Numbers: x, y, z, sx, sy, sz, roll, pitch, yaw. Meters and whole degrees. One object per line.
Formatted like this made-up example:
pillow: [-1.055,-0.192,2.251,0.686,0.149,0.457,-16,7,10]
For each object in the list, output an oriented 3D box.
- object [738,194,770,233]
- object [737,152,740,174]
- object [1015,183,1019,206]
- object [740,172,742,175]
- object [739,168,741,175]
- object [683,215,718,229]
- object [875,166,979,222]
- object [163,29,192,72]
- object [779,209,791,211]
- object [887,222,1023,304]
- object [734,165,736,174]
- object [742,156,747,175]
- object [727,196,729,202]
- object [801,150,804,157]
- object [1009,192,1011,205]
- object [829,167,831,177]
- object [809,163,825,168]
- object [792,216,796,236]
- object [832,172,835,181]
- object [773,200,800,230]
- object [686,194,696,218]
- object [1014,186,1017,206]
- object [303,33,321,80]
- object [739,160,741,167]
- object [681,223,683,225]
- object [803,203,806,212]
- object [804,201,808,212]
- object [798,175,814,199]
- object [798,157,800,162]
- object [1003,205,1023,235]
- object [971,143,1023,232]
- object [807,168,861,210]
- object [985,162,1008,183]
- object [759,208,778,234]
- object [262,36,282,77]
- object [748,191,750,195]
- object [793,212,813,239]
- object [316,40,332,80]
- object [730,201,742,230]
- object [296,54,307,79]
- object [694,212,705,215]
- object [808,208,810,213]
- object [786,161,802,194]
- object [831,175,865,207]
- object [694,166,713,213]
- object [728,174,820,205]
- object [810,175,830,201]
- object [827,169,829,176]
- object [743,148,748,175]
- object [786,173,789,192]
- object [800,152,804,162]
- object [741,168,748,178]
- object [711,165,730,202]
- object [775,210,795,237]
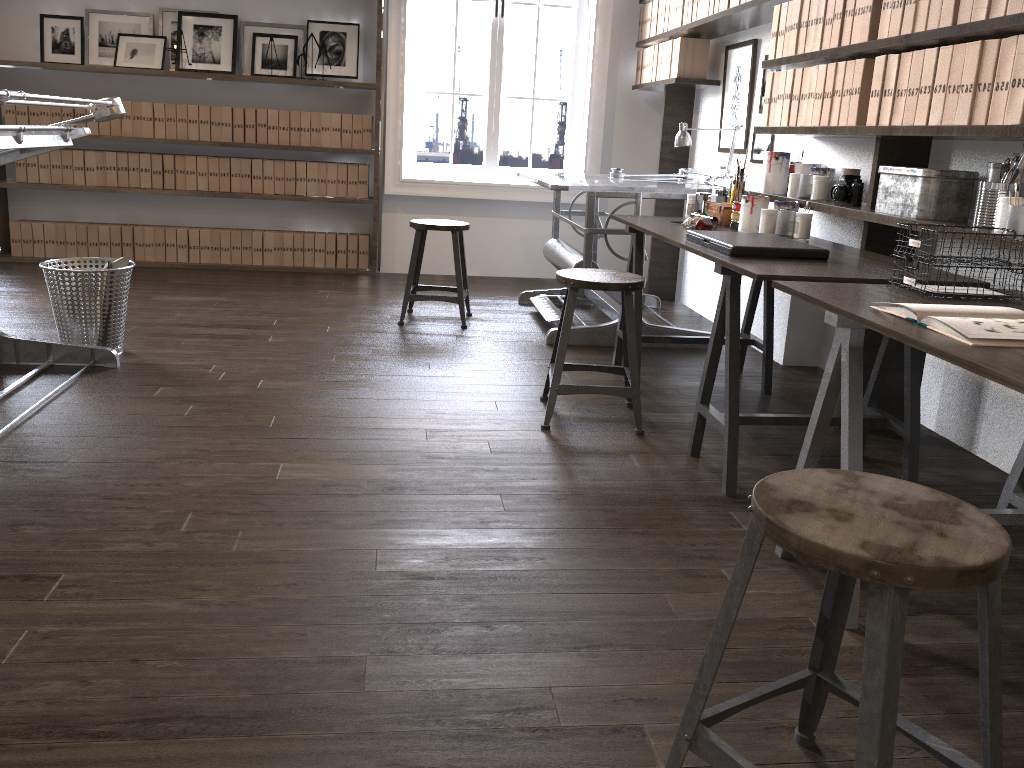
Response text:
object: [0.941,-0.662,3.447,0.104,0.140,0.106,-1,14,-15]
object: [0.917,-0.836,3.603,0.007,0.212,0.055,10,15,26]
object: [1.324,-0.462,2.319,0.008,0.123,0.042,-1,14,-19]
object: [0.926,-0.851,3.586,0.006,0.017,0.006,12,16,32]
object: [0.931,-0.811,3.630,0.005,0.146,0.033,2,13,-7]
object: [0.741,-0.646,3.513,0.132,0.050,0.199,9,17,20]
object: [1.308,-0.608,2.815,0.193,0.150,0.321,1,15,-8]
object: [-2.116,-2.108,5.604,0.174,0.257,0.040,1,13,-8]
object: [1.029,-0.612,3.354,0.044,0.100,0.045,1,14,-8]
object: [1.083,-0.291,2.116,0.284,0.159,0.206,1,15,-8]
object: [0.915,-0.814,3.618,0.037,0.152,0.005,0,13,-12]
object: [0.932,-0.829,3.602,0.006,0.190,0.056,1,13,-9]
object: [0.945,-0.774,3.899,0.068,0.103,0.069,0,14,-12]
object: [1.235,-0.915,3.818,0.033,0.182,0.005,0,13,-14]
object: [1.304,-0.450,2.316,0.004,0.102,0.035,1,14,-12]
object: [1.247,-0.792,3.494,0.004,0.132,0.030,7,14,14]
object: [1.304,-0.880,3.805,0.070,0.129,0.070,14,17,38]
object: [1.089,-0.595,3.346,0.054,0.079,0.055,2,14,-7]
object: [1.263,-0.785,3.499,0.004,0.102,0.035,6,14,11]
object: [1.053,-0.641,3.416,0.094,0.126,0.096,2,14,-4]
object: [0.796,-0.775,3.871,0.068,0.103,0.069,2,14,-3]
object: [1.319,-0.456,2.324,0.004,0.125,0.028,1,13,-9]
object: [-1.294,-2.118,5.729,0.118,0.301,0.040,1,13,-8]
object: [0.918,-0.826,3.627,0.022,0.178,0.006,7,14,15]
object: [0.718,-0.665,3.621,0.011,0.017,0.173,9,17,23]
object: [1.086,-0.621,3.323,0.005,0.116,0.036,0,14,-13]
object: [1.092,-0.618,3.316,0.004,0.132,0.030,0,13,-12]
object: [1.171,-0.781,3.510,0.063,0.092,0.063,-2,15,-21]
object: [1.222,-0.910,3.834,0.040,0.140,0.005,-1,14,-17]
object: [1.380,-0.426,2.304,0.181,0.092,0.062,5,14,6]
object: [1.366,-0.560,2.440,0.156,0.269,0.183,-3,15,-23]
object: [1.232,-0.734,3.349,0.237,0.160,0.108,-10,19,-41]
object: [1.423,-0.552,2.598,0.079,0.186,0.079,-4,15,-28]
object: [0.967,-0.613,3.346,0.062,0.093,0.062,12,16,31]
object: [-1.544,-2.099,5.692,0.124,0.257,0.040,1,13,-8]
object: [0.948,-0.702,3.561,0.005,0.146,0.033,2,13,-7]
object: [1.071,-0.583,3.260,0.062,0.093,0.062,15,18,40]
object: [-1.230,-2.104,5.769,0.110,0.259,0.040,1,13,-8]
object: [0.894,-0.668,3.509,0.049,0.110,0.050,1,14,-11]
object: [-1.353,-2.043,5.702,0.066,0.164,0.040,1,13,-8]
object: [0.795,-0.709,3.760,0.049,0.037,0.049,0,15,-11]
object: [1.105,-0.613,3.328,0.004,0.102,0.035,0,14,-15]
object: [1.196,-0.872,3.753,0.051,0.138,0.051,1,14,-10]
object: [1.215,-0.711,3.238,0.091,0.107,0.173,1,15,-8]
object: [0.821,-0.815,3.791,0.068,0.227,0.070,1,13,-11]
object: [1.057,-0.786,3.586,0.345,0.144,0.078,7,14,14]
object: [1.200,-0.763,3.452,0.062,0.093,0.062,-2,15,-21]
object: [1.244,-0.796,3.502,0.005,0.116,0.036,6,14,13]
object: [0.940,-0.844,3.608,0.021,0.225,0.007,4,13,4]
object: [1.207,-0.876,3.825,0.061,0.109,0.062,1,14,-9]
object: [1.228,-0.915,3.810,0.041,0.161,0.005,0,14,-15]
object: [0.976,-0.812,3.812,0.068,0.227,0.070,1,13,-11]
object: [0.892,-0.817,3.800,0.068,0.235,0.070,1,13,-11]
object: [1.017,-0.597,3.299,0.063,0.092,0.063,15,18,40]
